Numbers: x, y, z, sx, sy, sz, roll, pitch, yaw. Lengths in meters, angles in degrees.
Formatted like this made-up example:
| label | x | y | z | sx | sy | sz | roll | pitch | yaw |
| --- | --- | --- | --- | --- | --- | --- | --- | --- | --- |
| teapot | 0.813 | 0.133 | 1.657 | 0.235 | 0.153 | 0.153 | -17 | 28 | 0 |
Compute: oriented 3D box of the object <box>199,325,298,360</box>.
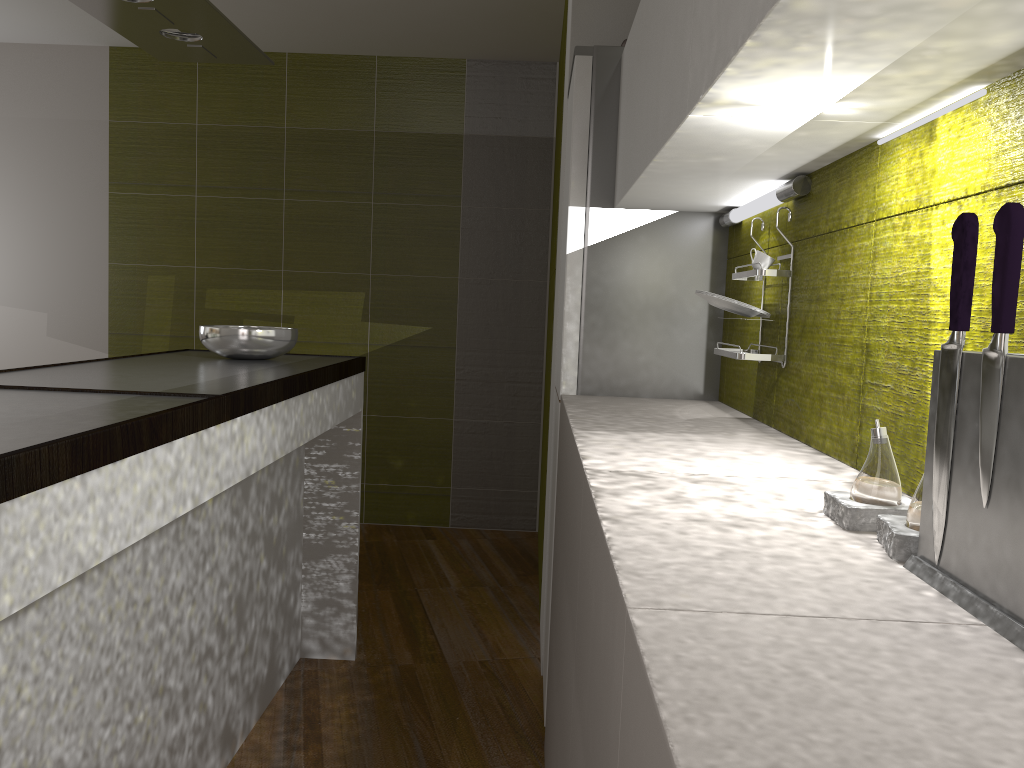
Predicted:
| label | x | y | z | sx | sy | sz | roll | pitch | yaw |
| --- | --- | --- | --- | --- | --- | --- | --- | --- | --- |
| object | -0.863 | -0.135 | 2.911 | 0.311 | 0.105 | 0.311 | 4 | 5 | 14 |

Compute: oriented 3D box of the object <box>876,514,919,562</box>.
| label | x | y | z | sx | sy | sz | roll | pitch | yaw |
| --- | --- | --- | --- | --- | --- | --- | --- | --- | --- |
| object | 0.458 | 0.171 | 0.961 | 0.107 | 0.032 | 0.107 | 3 | 5 | 13 |

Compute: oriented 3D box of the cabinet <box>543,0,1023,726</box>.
| label | x | y | z | sx | sy | sz | roll | pitch | yaw |
| --- | --- | --- | --- | --- | --- | --- | --- | --- | --- |
| cabinet | 0.467 | 0.187 | 1.413 | 0.724 | 2.089 | 3.471 | 2 | 5 | 1 |

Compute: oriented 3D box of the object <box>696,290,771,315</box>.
| label | x | y | z | sx | sy | sz | roll | pitch | yaw |
| --- | --- | --- | --- | --- | --- | --- | --- | --- | --- |
| object | 0.516 | -0.190 | 2.073 | 0.173 | 0.052 | 0.181 | 2 | 5 | 1 |

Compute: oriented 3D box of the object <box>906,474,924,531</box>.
| label | x | y | z | sx | sy | sz | roll | pitch | yaw |
| --- | --- | --- | --- | --- | --- | --- | --- | --- | --- |
| object | 0.460 | 0.116 | 0.956 | 0.059 | 0.121 | 0.059 | -1 | 6 | -32 |

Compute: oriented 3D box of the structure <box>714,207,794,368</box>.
| label | x | y | z | sx | sy | sz | roll | pitch | yaw |
| --- | --- | --- | --- | --- | --- | --- | --- | --- | --- |
| structure | 0.548 | -0.217 | 2.020 | 0.110 | 0.346 | 0.266 | 2 | 5 | 1 |

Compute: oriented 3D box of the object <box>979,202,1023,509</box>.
| label | x | y | z | sx | sy | sz | roll | pitch | yaw |
| --- | --- | --- | --- | --- | --- | --- | --- | --- | --- |
| object | 0.417 | -0.023 | 0.767 | 0.013 | 0.264 | 0.042 | 2 | 5 | 1 |

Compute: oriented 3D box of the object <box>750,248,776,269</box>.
| label | x | y | z | sx | sy | sz | roll | pitch | yaw |
| --- | --- | --- | --- | --- | --- | --- | --- | --- | --- |
| object | 0.560 | -0.274 | 1.970 | 0.051 | 0.053 | 0.046 | 5 | 6 | 33 |

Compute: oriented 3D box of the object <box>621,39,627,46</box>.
| label | x | y | z | sx | sy | sz | roll | pitch | yaw |
| --- | --- | --- | --- | --- | --- | --- | --- | --- | --- |
| object | 0.488 | -1.217 | 2.727 | 0.304 | 0.488 | 0.195 | 2 | 5 | -1 |

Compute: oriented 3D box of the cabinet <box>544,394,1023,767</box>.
| label | x | y | z | sx | sy | sz | roll | pitch | yaw |
| --- | --- | --- | --- | --- | --- | --- | --- | --- | --- |
| cabinet | 0.316 | 0.703 | 1.194 | 0.465 | 1.086 | 2.940 | 2 | 5 | 1 |

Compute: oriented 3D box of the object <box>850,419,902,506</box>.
| label | x | y | z | sx | sy | sz | roll | pitch | yaw |
| --- | --- | --- | --- | --- | --- | --- | --- | --- | --- |
| object | 0.451 | 0.104 | 1.094 | 0.059 | 0.121 | 0.059 | -2 | 7 | -43 |

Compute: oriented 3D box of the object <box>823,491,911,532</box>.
| label | x | y | z | sx | sy | sz | roll | pitch | yaw |
| --- | --- | --- | --- | --- | --- | --- | --- | --- | --- |
| object | 0.449 | 0.159 | 1.099 | 0.107 | 0.032 | 0.107 | 3 | 5 | 2 |

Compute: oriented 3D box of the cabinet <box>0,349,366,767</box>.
| label | x | y | z | sx | sy | sz | roll | pitch | yaw |
| --- | --- | --- | --- | --- | --- | --- | --- | --- | --- |
| cabinet | -0.925 | 0.573 | 1.825 | 0.663 | 1.134 | 2.947 | 2 | 5 | 1 |

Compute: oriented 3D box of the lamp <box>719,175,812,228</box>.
| label | x | y | z | sx | sy | sz | roll | pitch | yaw |
| --- | --- | --- | --- | --- | --- | --- | --- | --- | --- |
| lamp | 0.599 | -0.434 | 2.159 | 0.041 | 0.041 | 0.715 | 2 | 5 | 1 |

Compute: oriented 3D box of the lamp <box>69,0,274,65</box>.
| label | x | y | z | sx | sy | sz | roll | pitch | yaw |
| --- | --- | --- | --- | --- | --- | --- | --- | --- | --- |
| lamp | -0.840 | -1.173 | 1.640 | 0.326 | 0.683 | 1.677 | 2 | 5 | 1 |

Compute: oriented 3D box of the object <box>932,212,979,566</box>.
| label | x | y | z | sx | sy | sz | roll | pitch | yaw |
| --- | --- | --- | --- | --- | --- | --- | --- | --- | --- |
| object | 0.418 | 0.008 | 0.849 | 0.013 | 0.339 | 0.046 | 2 | 5 | 1 |

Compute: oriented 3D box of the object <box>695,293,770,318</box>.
| label | x | y | z | sx | sy | sz | roll | pitch | yaw |
| --- | --- | --- | --- | --- | --- | --- | --- | --- | --- |
| object | 0.514 | -0.184 | 2.074 | 0.173 | 0.052 | 0.181 | 2 | 5 | 1 |

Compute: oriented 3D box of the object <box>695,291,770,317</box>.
| label | x | y | z | sx | sy | sz | roll | pitch | yaw |
| --- | --- | --- | --- | --- | --- | --- | --- | --- | --- |
| object | 0.515 | -0.187 | 2.073 | 0.173 | 0.052 | 0.181 | 2 | 5 | 1 |

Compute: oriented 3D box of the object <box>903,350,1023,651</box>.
| label | x | y | z | sx | sy | sz | roll | pitch | yaw |
| --- | --- | --- | --- | --- | --- | --- | --- | --- | --- |
| object | 0.452 | 0.092 | 0.748 | 0.107 | 0.227 | 0.293 | 3 | 5 | 1 |

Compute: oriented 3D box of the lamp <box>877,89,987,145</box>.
| label | x | y | z | sx | sy | sz | roll | pitch | yaw |
| --- | --- | --- | --- | --- | --- | --- | --- | --- | --- |
| lamp | 0.592 | -0.377 | 1.270 | 0.008 | 0.008 | 0.334 | 2 | 5 | 1 |
